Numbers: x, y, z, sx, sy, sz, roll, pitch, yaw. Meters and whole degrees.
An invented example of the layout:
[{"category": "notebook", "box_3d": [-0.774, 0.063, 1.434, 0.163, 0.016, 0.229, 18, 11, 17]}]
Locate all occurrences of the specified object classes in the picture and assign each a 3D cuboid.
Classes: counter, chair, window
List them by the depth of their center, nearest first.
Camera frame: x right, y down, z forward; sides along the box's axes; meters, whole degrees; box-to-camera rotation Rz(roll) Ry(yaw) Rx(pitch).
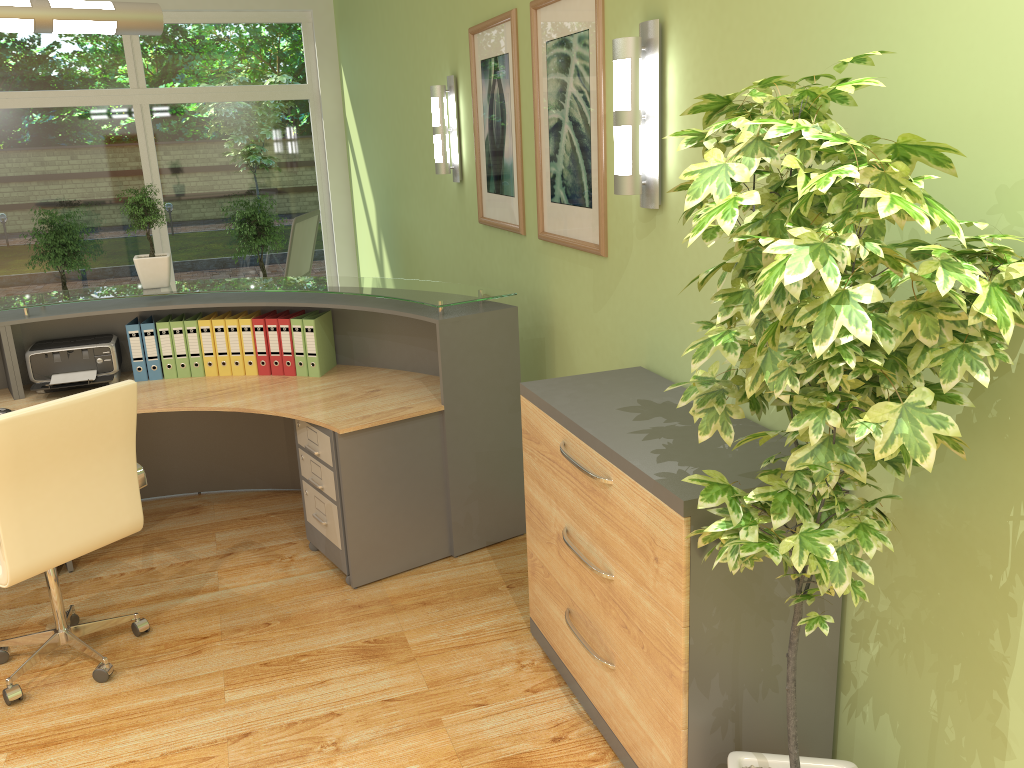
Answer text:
[{"category": "chair", "box_3d": [-1.656, 0.514, 3.138, 0.652, 1.048, 0.584, 8, 19, 33]}, {"category": "counter", "box_3d": [-2.009, -0.196, 3.593, 3.674, 0.078, 1.837, -13, 19, -32]}, {"category": "counter", "box_3d": [-1.960, 0.197, 3.656, 3.444, 0.018, 1.723, -13, 19, -32]}, {"category": "window", "box_3d": [-6.306, -1.530, 7.502, 9.401, 3.000, 0.092, -8, 17, -18]}]

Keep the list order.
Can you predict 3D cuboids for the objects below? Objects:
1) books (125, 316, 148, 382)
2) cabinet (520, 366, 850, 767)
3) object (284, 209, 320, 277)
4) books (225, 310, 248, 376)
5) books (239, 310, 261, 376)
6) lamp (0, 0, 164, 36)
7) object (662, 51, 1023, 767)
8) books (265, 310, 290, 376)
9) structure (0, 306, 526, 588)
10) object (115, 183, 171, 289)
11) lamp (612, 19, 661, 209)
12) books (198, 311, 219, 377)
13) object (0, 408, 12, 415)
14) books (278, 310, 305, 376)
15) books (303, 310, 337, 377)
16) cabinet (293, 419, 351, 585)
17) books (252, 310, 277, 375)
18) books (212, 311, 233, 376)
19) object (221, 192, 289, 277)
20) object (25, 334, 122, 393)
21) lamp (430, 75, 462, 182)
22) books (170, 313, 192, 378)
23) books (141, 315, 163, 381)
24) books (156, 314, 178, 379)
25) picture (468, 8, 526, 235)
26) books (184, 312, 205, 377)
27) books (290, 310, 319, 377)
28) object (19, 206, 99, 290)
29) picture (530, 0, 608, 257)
[{"category": "books", "box_3d": [-1.861, -0.175, 4.398, 0.062, 0.282, 0.233, -9, 17, -21]}, {"category": "cabinet", "box_3d": [0.430, 0.569, 2.735, 0.501, 0.966, 1.115, -8, 17, -18]}, {"category": "object", "box_3d": [-1.567, -0.678, 6.899, 0.606, 1.285, 0.848, -2, 16, 1]}, {"category": "books", "box_3d": [-1.359, -0.206, 4.430, 0.062, 0.282, 0.233, -4, 16, -4]}, {"category": "books", "box_3d": [-1.291, -0.208, 4.422, 0.062, 0.282, 0.233, -4, 16, -4]}, {"category": "lamp", "box_3d": [-2.092, -1.906, 3.115, 1.470, 1.249, 0.197, -13, 19, -32]}, {"category": "object", "box_3d": [0.574, 0.331, 1.859, 0.649, 1.905, 0.916, -12, 18, -29]}, {"category": "books", "box_3d": [-1.122, -0.208, 4.396, 0.063, 0.282, 0.231, 2, 16, 15]}, {"category": "structure", "box_3d": [-1.985, 0.345, 3.747, 3.673, 1.049, 1.837, -13, 19, -32]}, {"category": "object", "box_3d": [-1.794, -0.732, 4.375, 0.230, 0.507, 0.216, -1, 16, 7]}, {"category": "lamp", "box_3d": [0.400, -0.861, 2.870, 0.142, 0.580, 0.134, -8, 17, -18]}, {"category": "books", "box_3d": [-1.478, -0.204, 4.441, 0.063, 0.282, 0.231, -1, 16, 5]}, {"category": "object", "box_3d": [-2.217, 0.124, 3.832, 0.104, 0.035, 0.059, 1, 16, 11]}, {"category": "books", "box_3d": [-1.075, -0.206, 4.381, 0.062, 0.282, 0.233, -1, 16, 6]}, {"category": "books", "box_3d": [-0.914, -0.199, 4.332, 0.063, 0.282, 0.231, 4, 17, 23]}, {"category": "cabinet", "box_3d": [-0.635, 0.431, 3.921, 0.502, 0.692, 0.463, -13, 19, -32]}, {"category": "books", "box_3d": [-1.190, -0.208, 4.409, 0.063, 0.282, 0.231, 2, 16, 15]}, {"category": "books", "box_3d": [-1.408, -0.207, 4.437, 0.063, 0.282, 0.231, -1, 16, 5]}, {"category": "object", "box_3d": [-2.358, -1.096, 8.321, 0.590, 1.376, 0.503, 2, 17, 16]}, {"category": "object", "box_3d": [-2.084, -0.079, 4.216, 0.397, 0.217, 0.458, -8, 17, -18]}, {"category": "lamp", "box_3d": [-0.377, -1.440, 5.030, 0.142, 0.580, 0.134, -8, 17, -18]}, {"category": "books", "box_3d": [-1.651, -0.194, 4.432, 0.062, 0.282, 0.233, -7, 17, -16]}, {"category": "books", "box_3d": [-1.794, -0.182, 4.412, 0.062, 0.282, 0.233, -9, 17, -21]}, {"category": "books", "box_3d": [-1.716, -0.189, 4.426, 0.062, 0.282, 0.233, -7, 17, -16]}, {"category": "picture", "box_3d": [-0.082, -1.269, 4.382, 0.025, 1.000, 0.700, -8, 17, -18]}, {"category": "books", "box_3d": [-1.550, -0.201, 4.440, 0.063, 0.282, 0.231, -2, 16, 2]}, {"category": "books", "box_3d": [-0.980, -0.203, 4.356, 0.063, 0.282, 0.231, 4, 17, 22]}, {"category": "object", "box_3d": [-3.913, -0.876, 7.794, 0.503, 1.376, 0.590, 11, 21, 40]}, {"category": "picture", "box_3d": [0.216, -1.047, 3.551, 0.025, 1.000, 0.700, -8, 17, -18]}]
